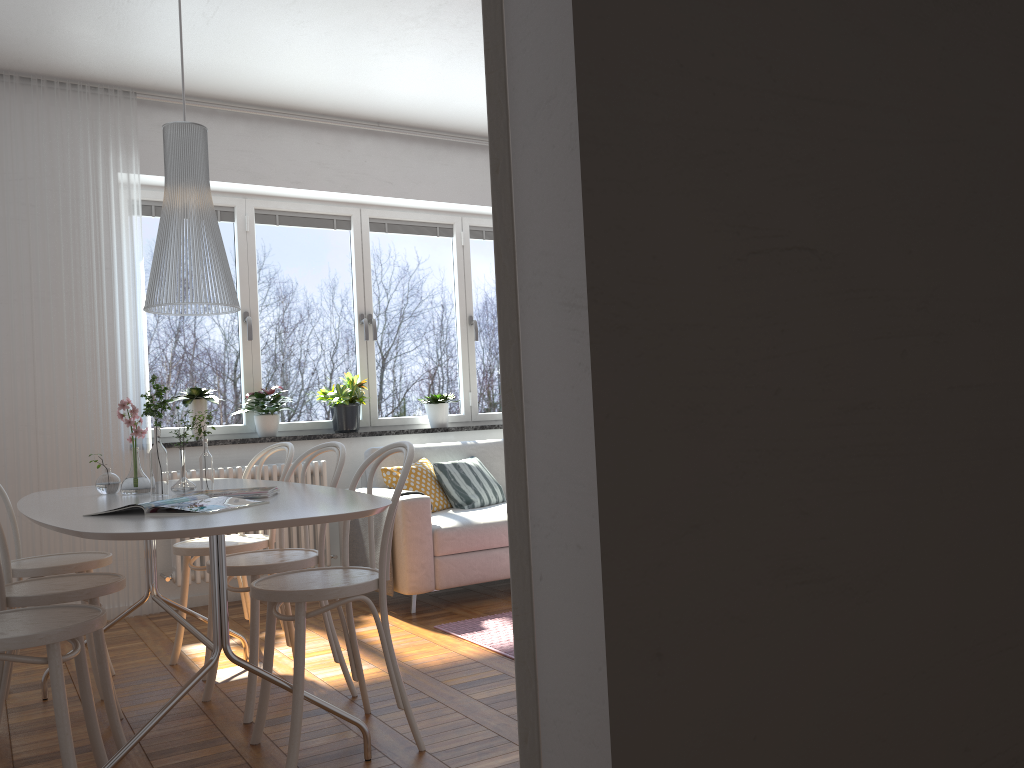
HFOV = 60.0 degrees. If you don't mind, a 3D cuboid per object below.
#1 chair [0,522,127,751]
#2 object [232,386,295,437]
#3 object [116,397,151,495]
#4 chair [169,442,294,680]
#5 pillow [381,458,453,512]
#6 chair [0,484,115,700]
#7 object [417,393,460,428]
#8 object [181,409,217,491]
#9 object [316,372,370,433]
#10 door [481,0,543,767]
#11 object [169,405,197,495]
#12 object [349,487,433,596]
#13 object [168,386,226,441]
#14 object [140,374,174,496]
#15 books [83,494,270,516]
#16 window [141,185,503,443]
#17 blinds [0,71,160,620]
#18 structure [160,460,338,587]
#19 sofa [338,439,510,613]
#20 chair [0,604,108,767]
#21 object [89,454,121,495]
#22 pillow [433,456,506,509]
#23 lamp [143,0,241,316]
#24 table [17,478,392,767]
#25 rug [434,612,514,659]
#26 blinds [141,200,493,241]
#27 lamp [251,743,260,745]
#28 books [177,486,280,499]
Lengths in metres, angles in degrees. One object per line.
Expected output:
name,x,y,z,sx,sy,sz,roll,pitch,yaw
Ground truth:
chair,-1.525,0.702,2.849,0.520,0.917,0.448,-2,-2,-31
object,-1.490,0.167,5.380,0.371,0.308,0.380,-4,-2,33
object,-1.355,0.221,3.188,0.108,0.348,0.111,-4,-1,28
chair,-0.081,0.496,4.947,0.448,1.342,3.694,-4,-2,44
pillow,-0.538,0.598,5.164,0.313,0.317,0.464,-4,-2,27
chair,-1.830,0.740,3.432,0.520,0.917,0.448,-2,-2,-26
object,-0.495,0.175,5.973,0.284,0.237,0.267,-4,-2,40
object,-1.120,0.237,3.213,0.146,0.294,0.098,-3,-1,2
object,-1.064,0.117,5.608,0.333,0.384,0.300,-2,-2,-16
door,0.055,-0.086,0.995,0.047,2.199,0.445,-3,-1,19
object,-1.134,0.225,3.048,0.084,0.308,0.084,-3,-1,14
object,-0.679,0.842,4.858,0.288,0.533,0.608,-2,-2,-31
object,-1.802,0.170,5.128,0.292,0.315,0.354,-2,-2,-40
object,-1.223,0.174,3.066,0.107,0.419,0.111,-2,-2,-43
books,-0.917,0.330,2.437,0.405,0.029,0.266,-4,-2,19
window,-0.965,-0.443,5.860,3.019,1.510,0.151,-2,-2,-31
blinds,-2.445,-0.174,4.623,1.037,2.886,0.055,-2,-1,-31
structure,-1.505,0.779,5.096,0.972,0.623,0.224,-2,-2,-31
sofa,0.245,0.755,5.531,2.461,0.842,1.004,-2,-2,-31
chair,-1.332,0.672,2.294,0.520,0.917,0.448,-2,-1,-21
object,-1.492,0.329,3.246,0.112,0.151,0.087,-3,-1,-8
pillow,-0.244,0.587,5.324,0.309,0.288,0.469,-4,-2,30
lamp,-1.055,-0.982,2.842,0.293,1.496,0.293,-3,-1,14
table,-1.110,0.760,2.976,0.931,0.769,2.291,-2,-2,-31
rug,1.288,1.057,3.841,2.457,0.008,2.367,-2,-3,-31
blinds,-1.015,-1.061,5.902,2.844,0.098,0.015,-2,-2,-31
lamp,0.296,0.464,4.569,0.332,1.346,4.592,-4,-2,28
books,-0.884,0.345,2.773,0.278,0.022,0.204,-3,-2,-5
